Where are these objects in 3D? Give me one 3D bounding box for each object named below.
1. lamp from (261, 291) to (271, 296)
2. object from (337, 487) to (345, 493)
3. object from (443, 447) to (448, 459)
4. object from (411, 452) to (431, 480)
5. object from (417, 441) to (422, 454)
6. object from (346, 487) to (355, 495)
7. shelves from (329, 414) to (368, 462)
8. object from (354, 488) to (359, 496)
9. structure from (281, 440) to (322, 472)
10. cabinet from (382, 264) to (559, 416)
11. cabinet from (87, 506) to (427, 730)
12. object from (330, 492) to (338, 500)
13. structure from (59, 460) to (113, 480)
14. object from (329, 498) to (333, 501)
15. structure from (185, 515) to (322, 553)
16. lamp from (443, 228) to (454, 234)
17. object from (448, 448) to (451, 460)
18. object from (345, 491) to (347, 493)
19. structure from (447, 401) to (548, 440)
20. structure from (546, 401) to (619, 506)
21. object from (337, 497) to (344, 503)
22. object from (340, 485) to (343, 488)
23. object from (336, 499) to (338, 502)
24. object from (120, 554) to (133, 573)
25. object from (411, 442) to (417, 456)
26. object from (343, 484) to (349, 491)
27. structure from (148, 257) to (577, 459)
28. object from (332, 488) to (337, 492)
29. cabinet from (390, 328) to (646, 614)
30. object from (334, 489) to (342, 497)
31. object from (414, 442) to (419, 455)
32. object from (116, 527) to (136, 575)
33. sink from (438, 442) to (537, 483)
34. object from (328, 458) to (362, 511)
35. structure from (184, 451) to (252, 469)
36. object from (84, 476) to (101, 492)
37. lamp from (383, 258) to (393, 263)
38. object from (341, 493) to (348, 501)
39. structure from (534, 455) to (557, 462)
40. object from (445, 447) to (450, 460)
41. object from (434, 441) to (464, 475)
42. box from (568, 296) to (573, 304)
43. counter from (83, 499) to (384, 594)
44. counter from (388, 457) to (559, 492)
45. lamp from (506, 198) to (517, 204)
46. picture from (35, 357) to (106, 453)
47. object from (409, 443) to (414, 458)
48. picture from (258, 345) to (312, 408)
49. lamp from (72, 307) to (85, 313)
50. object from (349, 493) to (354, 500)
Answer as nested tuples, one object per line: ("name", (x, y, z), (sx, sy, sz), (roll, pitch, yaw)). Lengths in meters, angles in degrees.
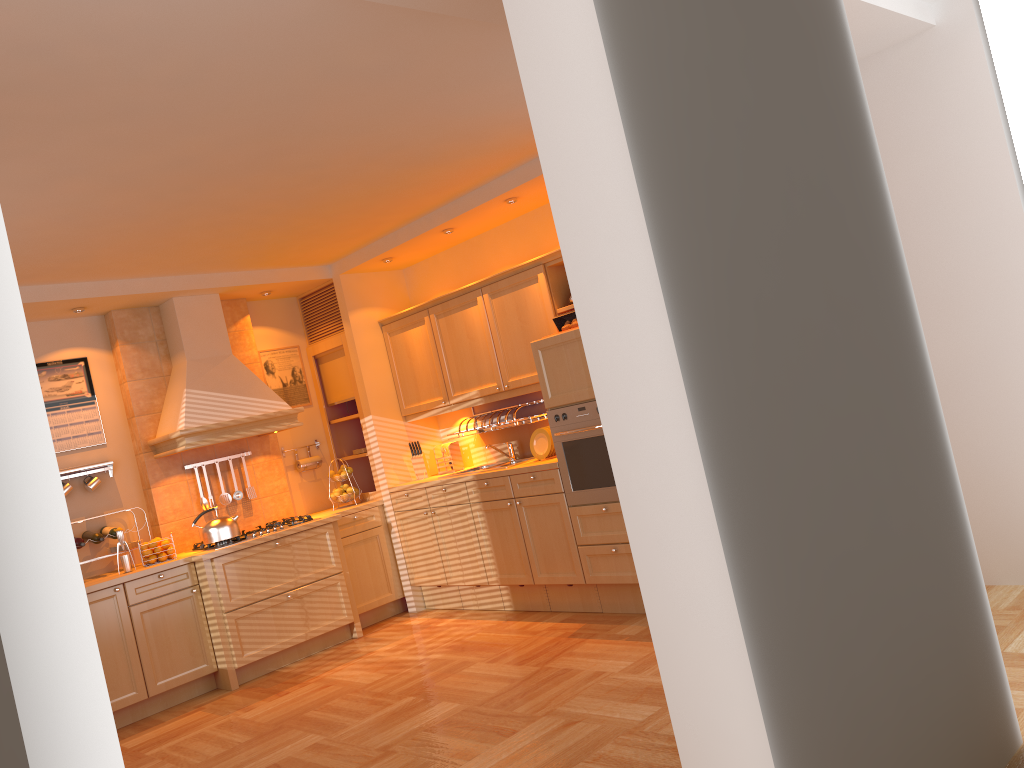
("lamp", (-1.855, -0.682, 6.691), (0.070, 0.021, 0.070), (-14, -1, 30))
("object", (-1.304, 0.815, 6.756), (0.063, 0.061, 0.063), (-14, -1, 20))
("object", (-0.487, 0.569, 6.698), (0.042, 0.192, 0.040), (-13, -1, 7))
("object", (-0.696, 0.622, 6.752), (0.100, 0.200, 0.070), (-14, -1, 20))
("object", (-0.685, 0.560, 6.729), (0.019, 0.265, 0.037), (-14, -1, 30))
("object", (-1.224, 0.810, 6.729), (0.063, 0.060, 0.064), (-12, -1, -28))
("shelves", (-1.031, 0.559, 7.151), (0.582, 0.702, 0.600), (-12, -2, -43))
("object", (-1.208, 0.834, 6.849), (0.059, 0.059, 0.058), (-13, -1, 0))
("structure", (-1.611, 0.566, 6.943), (0.320, 0.220, 0.126), (-12, -2, -43))
("cabinet", (-0.214, -0.274, 6.306), (0.332, 0.712, 1.792), (-12, -2, -43))
("cabinet", (-1.479, 1.447, 6.159), (2.850, 0.840, 1.141), (-12, -2, -43))
("object", (-1.357, 0.853, 6.744), (0.063, 0.063, 0.063), (-12, -1, -32))
("structure", (-2.841, 0.596, 5.848), (0.405, 0.118, 0.069), (-12, -2, -43))
("object", (-1.378, 0.867, 6.806), (0.056, 0.057, 0.053), (-14, -1, 24))
("structure", (-1.786, 1.024, 6.129), (0.797, 0.051, 0.494), (-12, -2, -43))
("lamp", (-0.428, -1.029, 5.984), (0.070, 0.021, 0.070), (-13, -1, -4))
("object", (-0.460, 0.566, 6.690), (0.018, 0.196, 0.022), (-12, -2, -39))
("object", (-1.285, 0.828, 6.852), (0.059, 0.055, 0.058), (-12, -1, -36))
("structure", (-0.080, 0.252, 6.306), (0.300, 0.126, 0.900), (-12, -2, -43))
("structure", (0.454, 0.402, 5.119), (0.066, 0.583, 0.576), (-12, -2, -43))
("object", (-1.307, 0.878, 6.767), (0.052, 0.056, 0.057), (-13, -1, 9))
("object", (-1.294, 0.795, 6.807), (0.051, 0.048, 0.050), (-13, -1, -10))
("object", (-1.329, 0.888, 6.813), (0.046, 0.043, 0.047), (-13, -1, 7))
("object", (-2.413, 1.126, 5.555), (0.060, 0.106, 0.060), (-13, -1, 14))
("object", (-0.728, 0.570, 6.746), (0.019, 0.265, 0.038), (-14, -1, 30))
("object", (-1.265, 0.785, 6.751), (0.049, 0.052, 0.050), (-12, -1, -36))
("structure", (-0.608, -0.417, 5.619), (4.091, 1.148, 1.061), (-14, -1, 20))
("object", (-1.348, 0.827, 6.798), (0.055, 0.058, 0.056), (-13, -1, -8))
("cabinet", (0.299, 0.583, 5.750), (0.625, 1.700, 3.000), (-12, -2, -43))
("object", (-1.313, 0.825, 6.701), (0.056, 0.063, 0.065), (-14, -1, 22))
("object", (-0.707, 0.565, 6.738), (0.019, 0.265, 0.038), (-14, -1, 30))
("object", (-2.444, 1.040, 5.547), (0.088, 0.288, 0.101), (-12, -2, -43))
("sink", (-0.116, 0.584, 6.195), (0.465, 0.336, 0.746), (-12, -2, -43))
("object", (-1.303, 0.756, 6.807), (0.265, 0.376, 0.265), (-13, -1, 6))
("structure", (-2.096, 0.545, 6.340), (0.506, 0.024, 0.009), (-12, -2, -43))
("object", (-2.772, 0.657, 5.864), (0.066, 0.111, 0.103), (-14, -2, 40))
("lamp", (-0.911, -0.906, 6.504), (0.070, 0.021, 0.070), (-13, -1, 7))
("object", (-1.270, 0.854, 6.725), (0.064, 0.062, 0.064), (-14, -1, 34))
("structure", (0.248, 0.480, 5.786), (0.219, 0.010, 0.084), (-12, -2, -40))
("object", (-0.471, 0.568, 6.694), (0.020, 0.196, 0.017), (-13, -1, -18))
("object", (-0.484, 0.562, 6.750), (0.103, 0.221, 0.200), (-12, -2, -43))
("box", (0.404, -0.561, 5.544), (0.117, 0.129, 0.098), (-13, -1, -7))
("counter", (-1.916, 1.096, 6.097), (2.250, 0.038, 0.770), (-12, -2, -43))
("counter", (-0.112, 0.597, 6.196), (0.600, 0.038, 1.800), (-12, -2, -43))
("lamp", (-0.002, -1.139, 5.517), (0.070, 0.021, 0.070), (-13, -1, 7))
("picture", (-2.969, 0.140, 5.878), (0.417, 0.605, 0.009), (-12, -2, -43))
("object", (-0.748, 0.575, 6.753), (0.019, 0.265, 0.037), (-13, -1, 11))
("picture", (-1.790, -0.045, 7.005), (0.366, 0.491, 0.007), (-12, -2, -43))
("lamp", (-2.815, -0.479, 5.762), (0.070, 0.021, 0.070), (-14, -1, 30))
("object", (-1.229, 0.856, 6.778), (0.063, 0.061, 0.064), (-14, -1, 25))
